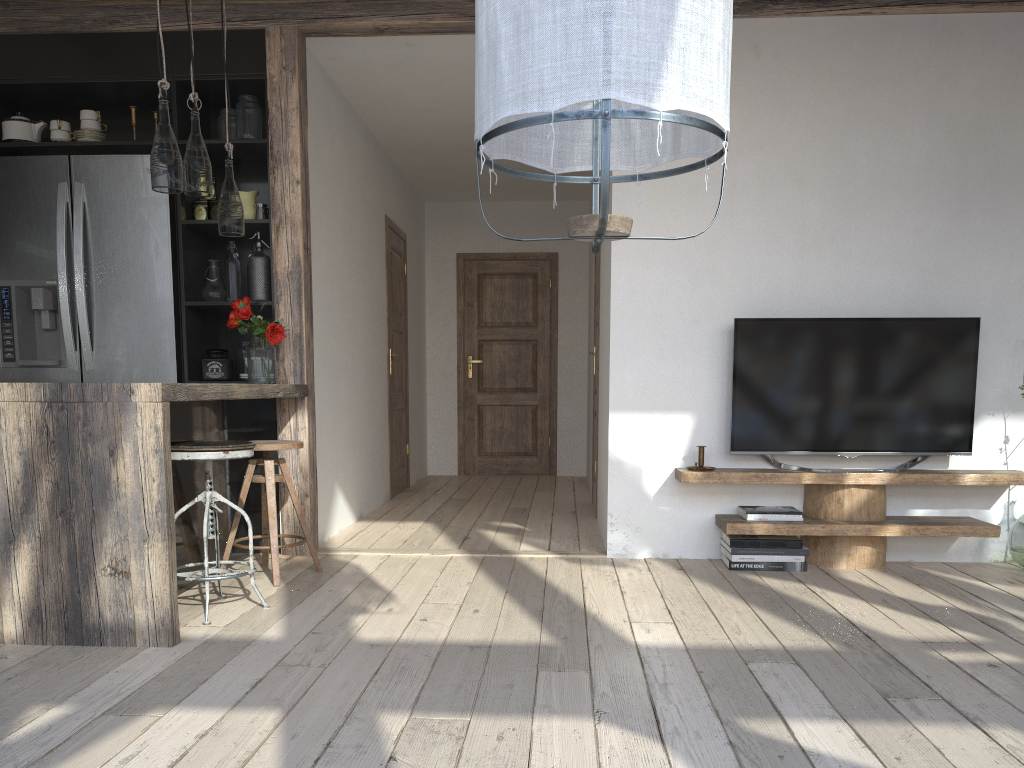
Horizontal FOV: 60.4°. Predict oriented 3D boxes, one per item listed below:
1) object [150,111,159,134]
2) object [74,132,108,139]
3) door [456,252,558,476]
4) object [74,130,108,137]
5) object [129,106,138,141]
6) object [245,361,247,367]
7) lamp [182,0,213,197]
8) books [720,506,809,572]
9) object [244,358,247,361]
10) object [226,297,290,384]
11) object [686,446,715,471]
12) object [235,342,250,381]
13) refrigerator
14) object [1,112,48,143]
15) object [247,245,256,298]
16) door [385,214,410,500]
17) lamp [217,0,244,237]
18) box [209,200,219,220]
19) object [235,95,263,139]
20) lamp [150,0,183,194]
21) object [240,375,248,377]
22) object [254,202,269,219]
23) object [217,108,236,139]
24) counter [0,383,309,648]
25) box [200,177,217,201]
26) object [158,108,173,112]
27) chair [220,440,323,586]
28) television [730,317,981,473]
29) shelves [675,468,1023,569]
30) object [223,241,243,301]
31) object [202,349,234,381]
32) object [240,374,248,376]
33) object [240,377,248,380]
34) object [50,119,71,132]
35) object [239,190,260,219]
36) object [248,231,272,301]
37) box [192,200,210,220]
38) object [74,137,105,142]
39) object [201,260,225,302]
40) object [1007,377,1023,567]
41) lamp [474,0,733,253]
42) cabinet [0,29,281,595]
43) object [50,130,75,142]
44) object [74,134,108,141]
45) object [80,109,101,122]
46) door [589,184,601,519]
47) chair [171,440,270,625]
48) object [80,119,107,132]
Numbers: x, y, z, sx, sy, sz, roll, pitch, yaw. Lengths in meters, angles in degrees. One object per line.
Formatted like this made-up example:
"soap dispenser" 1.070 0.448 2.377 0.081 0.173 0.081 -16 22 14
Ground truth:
"object" -1.745 -1.253 4.325 0.062 0.175 0.061 4 7 32
"object" -2.058 -1.202 4.304 0.148 0.026 0.148 0 0 -45
"door" -0.045 -0.168 8.220 0.941 2.096 0.081 0 7 3
"object" -2.058 -1.214 4.302 0.148 0.026 0.148 0 0 -45
"object" -1.828 -1.251 4.259 0.059 0.169 0.058 -1 6 -12
"object" -1.277 -0.071 4.483 0.162 0.086 0.161 0 1 17
"lamp" -1.154 -1.357 3.326 0.239 1.253 0.107 2 7 15
"books" 1.183 0.724 4.140 0.360 0.268 0.288 0 3 3
"object" -1.277 -0.090 4.481 0.162 0.086 0.161 0 1 17
"object" -1.201 -0.207 4.187 0.310 0.420 0.249 3 6 36
"object" 0.893 0.350 4.156 0.139 0.114 0.138 -1 3 -14
"object" -1.389 -0.116 4.624 0.125 0.209 0.123 -1 5 -10
"refrigerator" -2.100 -0.129 4.695 0.943 1.945 0.841 0 6 3
"object" -2.426 -1.254 4.367 0.207 0.176 0.185 3 4 44
"object" -1.305 -0.554 4.481 0.085 0.306 0.085 -5 8 -40
"door" -0.886 -0.173 6.838 0.082 2.095 0.831 0 6 3
"lamp" -1.129 -1.304 3.641 0.226 1.358 0.108 1 7 5
"box" -1.451 -0.849 4.374 0.083 0.115 0.082 1 5 13
"object" -1.266 -1.270 4.236 0.125 0.209 0.123 1 5 8
"lamp" -1.164 -1.333 3.041 0.225 1.304 0.107 1 7 5
"object" -1.276 -0.031 4.489 0.214 0.025 0.213 0 0 -29
"object" -1.219 -0.841 4.313 0.093 0.097 0.074 0 4 4
"object" -1.384 -1.253 4.333 0.125 0.174 0.125 4 6 43
"counter" -2.228 0.424 2.554 2.241 0.861 3.783 0 0 3
"box" -1.504 -0.962 4.355 0.082 0.115 0.082 -1 5 -17
"object" -1.670 -1.253 4.251 0.096 0.174 0.095 -2 6 -23
"chair" -1.074 0.554 3.883 0.340 0.602 0.337 2 6 23
"television" 1.575 0.052 4.079 1.102 0.715 0.204 0 6 3
"shelves" 1.582 0.634 4.104 1.602 0.456 0.327 0 4 3
"object" -1.387 -0.554 4.371 0.086 0.306 0.085 0 6 -5
"object" -1.487 -0.095 4.452 0.134 0.167 0.133 0 4 -7
"object" -1.276 -0.039 4.488 0.214 0.025 0.213 0 0 -34
"object" -1.277 -0.023 4.490 0.214 0.025 0.213 0 0 -39
"object" -2.207 -1.247 4.308 0.106 0.068 0.093 1 3 31
"object" -1.331 -0.878 4.374 0.149 0.172 0.134 -1 4 -11
"object" -1.244 -0.578 4.343 0.108 0.354 0.108 4 8 33
"box" -1.538 -0.849 4.383 0.083 0.115 0.082 0 5 3
"object" -2.059 -1.179 4.307 0.148 0.023 0.148 0 0 30
"object" -1.509 -0.513 4.464 0.132 0.223 0.131 1 5 15
"object" 2.556 0.297 4.021 0.515 1.134 0.271 -1 7 -10
"lamp" 0.142 -1.185 1.332 0.404 1.918 0.397 6 9 44
"cabinet" -2.285 -0.408 2.660 2.092 2.532 4.180 0 2 3
"object" -2.207 -1.201 4.320 0.105 0.068 0.093 -1 3 -34
"object" -2.058 -1.191 4.305 0.148 0.026 0.148 0 0 -45
"object" -2.049 -1.291 4.292 0.106 0.068 0.093 0 2 -11
"door" 0.567 -0.175 5.902 0.082 2.095 0.831 0 6 3
"chair" -1.120 0.533 3.271 0.352 0.644 0.351 4 7 37
"object" -2.054 -1.246 4.302 0.094 0.068 0.105 1 2 14
